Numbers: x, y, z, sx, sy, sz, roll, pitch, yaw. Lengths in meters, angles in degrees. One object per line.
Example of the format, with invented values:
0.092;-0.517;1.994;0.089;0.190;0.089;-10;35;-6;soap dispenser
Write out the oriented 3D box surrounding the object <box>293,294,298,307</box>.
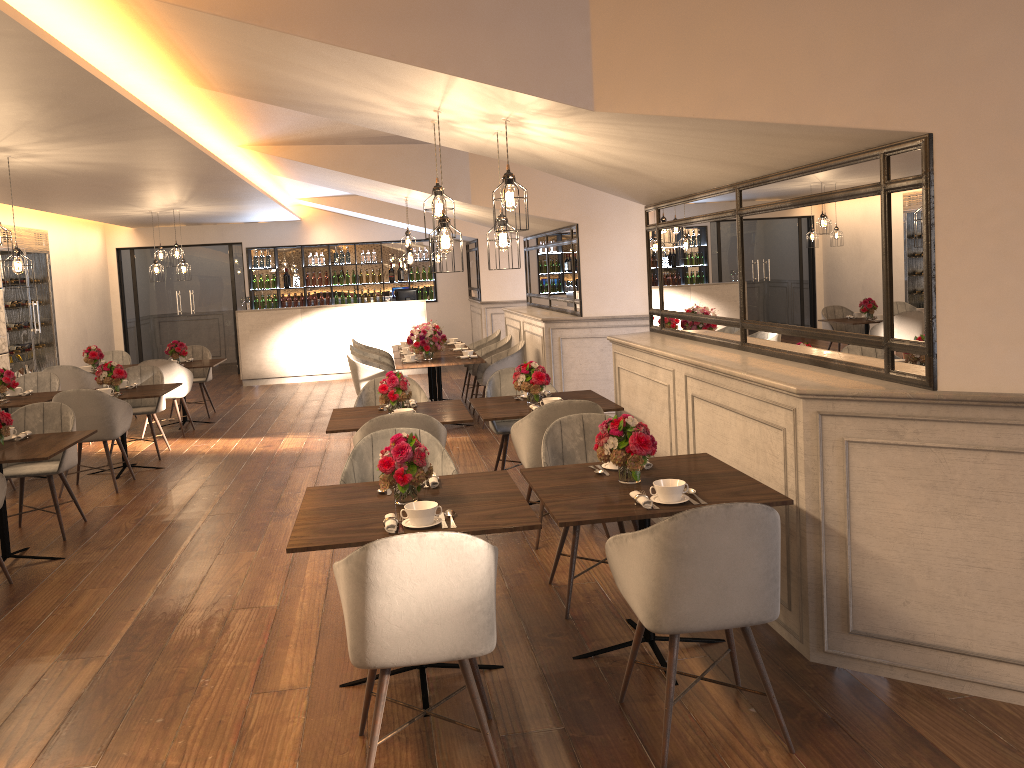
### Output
-3.868;-1.488;15.802;0.065;0.260;0.066;-6;5;-30;object

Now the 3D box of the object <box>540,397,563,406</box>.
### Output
0.257;0.130;5.673;0.149;0.072;0.148;-9;9;-40;object

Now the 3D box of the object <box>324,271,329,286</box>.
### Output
-3.326;-1.888;15.857;0.065;0.260;0.066;-6;5;-30;object

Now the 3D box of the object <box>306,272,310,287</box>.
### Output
-3.654;-1.865;15.809;0.065;0.260;0.066;-6;5;-30;object

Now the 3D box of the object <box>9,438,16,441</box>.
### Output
-3.149;0.339;5.635;0.025;0.024;0.193;-4;7;-8;object

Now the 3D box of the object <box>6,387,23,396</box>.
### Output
-4.520;0.072;8.038;0.148;0.072;0.149;2;8;34;object

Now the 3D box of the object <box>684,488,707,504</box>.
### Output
0.712;0.431;3.420;0.043;0.015;0.198;-5;8;-12;object

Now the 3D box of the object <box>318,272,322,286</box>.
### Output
-3.435;-1.880;15.841;0.065;0.260;0.066;-6;5;-30;object

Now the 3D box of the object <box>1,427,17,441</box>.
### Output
-3.231;0.320;5.631;0.148;0.072;0.148;-7;8;-31;object

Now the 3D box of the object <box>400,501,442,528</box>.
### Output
-0.331;0.480;3.246;0.149;0.072;0.148;-9;9;-40;object

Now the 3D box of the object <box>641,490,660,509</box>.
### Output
0.524;0.441;3.382;0.025;0.024;0.193;-4;7;-8;object

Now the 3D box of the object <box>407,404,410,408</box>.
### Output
-0.721;0.145;6.136;0.025;0.024;0.193;-4;7;-8;object

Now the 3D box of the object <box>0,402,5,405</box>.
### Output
-4.319;0.169;7.482;0.022;0.004;0.212;-4;8;-8;object

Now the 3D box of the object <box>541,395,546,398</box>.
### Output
0.213;0.077;6.273;0.025;0.024;0.193;-4;7;-8;object

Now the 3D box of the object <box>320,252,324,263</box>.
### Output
-3.394;-2.249;15.792;0.069;0.207;0.040;-4;4;-9;object

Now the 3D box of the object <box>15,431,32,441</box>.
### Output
-3.117;0.329;5.649;0.056;0.039;0.176;-4;7;-8;object

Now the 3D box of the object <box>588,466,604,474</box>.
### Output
0.376;0.380;3.946;0.043;0.015;0.198;-4;7;-4;object

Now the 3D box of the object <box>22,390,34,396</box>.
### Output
-4.407;0.080;8.056;0.056;0.039;0.176;-4;7;-8;object

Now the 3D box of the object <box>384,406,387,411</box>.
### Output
-0.873;0.168;6.097;0.022;0.004;0.212;-4;8;-8;object

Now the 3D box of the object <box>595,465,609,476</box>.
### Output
0.405;0.384;3.944;0.022;0.004;0.212;-4;8;-8;object

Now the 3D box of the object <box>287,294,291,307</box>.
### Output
-3.977;-1.480;15.786;0.065;0.260;0.066;-6;5;-30;object

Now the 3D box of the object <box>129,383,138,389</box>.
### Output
-3.499;0.015;8.189;0.056;0.039;0.176;-4;7;-8;object

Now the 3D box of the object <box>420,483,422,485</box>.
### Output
-0.457;0.409;3.842;0.149;0.072;0.148;-9;9;-40;object

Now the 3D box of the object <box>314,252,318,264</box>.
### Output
-3.493;-2.242;15.777;0.069;0.207;0.040;-4;4;-9;object

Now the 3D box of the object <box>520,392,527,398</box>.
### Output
0.131;0.058;6.269;0.149;0.072;0.148;-9;9;-40;object

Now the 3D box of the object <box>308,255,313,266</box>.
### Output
-3.591;-2.198;15.766;0.070;0.189;0.041;-4;4;-9;object

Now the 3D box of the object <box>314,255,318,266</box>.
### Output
-3.492;-2.205;15.780;0.070;0.189;0.041;-4;4;-9;object

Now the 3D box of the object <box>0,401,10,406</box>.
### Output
-4.284;0.161;7.480;0.043;0.015;0.198;-5;8;-12;object

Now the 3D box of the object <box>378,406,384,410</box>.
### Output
-0.902;0.164;6.100;0.043;0.015;0.198;-4;7;-4;object

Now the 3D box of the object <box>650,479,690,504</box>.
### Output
0.602;0.413;3.383;0.149;0.072;0.148;-9;9;-40;object

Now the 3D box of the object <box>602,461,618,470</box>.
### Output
0.476;0.341;3.978;0.149;0.072;0.148;-9;9;-40;object

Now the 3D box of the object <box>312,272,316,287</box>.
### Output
-3.545;-1.873;15.825;0.065;0.260;0.066;-6;5;-30;object

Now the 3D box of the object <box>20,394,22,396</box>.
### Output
-4.439;0.091;8.042;0.025;0.024;0.193;-4;7;-8;object

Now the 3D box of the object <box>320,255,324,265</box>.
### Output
-3.392;-2.213;15.795;0.070;0.189;0.041;-4;4;-9;object

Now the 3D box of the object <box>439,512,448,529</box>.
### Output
-0.256;0.506;3.286;0.022;0.004;0.212;-4;8;-8;object

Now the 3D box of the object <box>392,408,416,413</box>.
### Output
-0.676;0.197;5.537;0.149;0.072;0.148;-9;9;-40;object

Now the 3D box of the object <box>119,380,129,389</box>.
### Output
-3.613;0.006;8.171;0.148;0.072;0.149;2;8;34;object

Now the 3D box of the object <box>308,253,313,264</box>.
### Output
-3.593;-2.234;15.763;0.069;0.207;0.040;-4;4;-9;object

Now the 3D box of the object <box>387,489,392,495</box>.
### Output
-0.528;0.452;3.807;0.022;0.004;0.212;-4;8;-8;object

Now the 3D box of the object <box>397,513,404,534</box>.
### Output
-0.410;0.509;3.246;0.025;0.024;0.193;-4;7;-8;object

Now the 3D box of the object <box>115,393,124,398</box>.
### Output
-3.377;0.096;7.613;0.043;0.015;0.198;-5;8;-12;object

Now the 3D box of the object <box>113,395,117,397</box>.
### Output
-3.412;0.103;7.615;0.022;0.004;0.212;-4;8;-8;object

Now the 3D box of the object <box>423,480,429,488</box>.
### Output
-0.376;0.428;3.846;0.025;0.024;0.193;-4;7;-8;object

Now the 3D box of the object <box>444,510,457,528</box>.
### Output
-0.221;0.498;3.284;0.043;0.015;0.198;-5;8;-12;object

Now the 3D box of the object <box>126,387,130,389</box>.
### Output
-3.532;0.025;8.175;0.025;0.024;0.193;-4;7;-8;object

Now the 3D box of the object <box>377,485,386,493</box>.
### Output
-0.557;0.447;3.809;0.043;0.015;0.198;-4;7;-4;object

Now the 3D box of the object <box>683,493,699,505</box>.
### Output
0.677;0.438;3.422;0.022;0.004;0.212;-4;8;-8;object

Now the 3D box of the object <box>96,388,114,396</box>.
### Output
-3.487;0.078;7.575;0.148;0.072;0.149;2;8;34;object

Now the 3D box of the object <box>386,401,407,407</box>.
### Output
-0.802;0.125;6.132;0.149;0.072;0.148;-9;9;-40;object

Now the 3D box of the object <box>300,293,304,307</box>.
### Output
-3.759;-1.496;15.818;0.065;0.260;0.066;-6;5;-30;object
